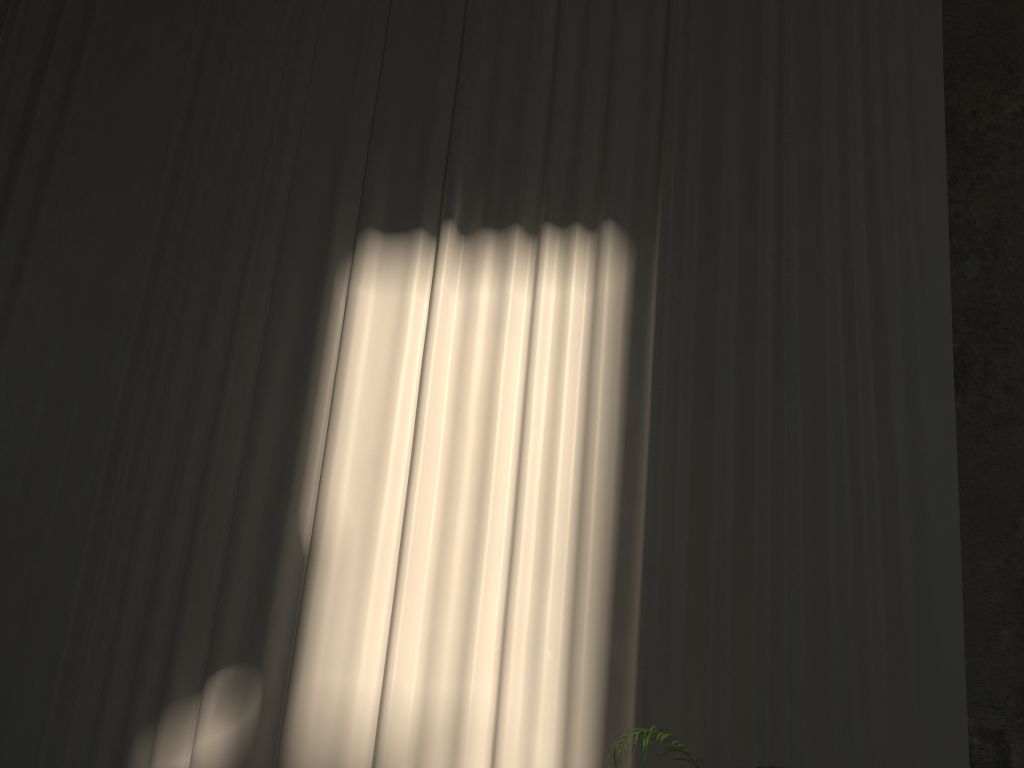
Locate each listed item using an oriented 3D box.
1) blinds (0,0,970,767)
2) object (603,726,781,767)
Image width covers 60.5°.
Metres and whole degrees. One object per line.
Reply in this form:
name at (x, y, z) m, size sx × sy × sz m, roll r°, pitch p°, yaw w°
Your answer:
blinds at (-1.306, -0.944, 5.858) m, size 7.817 × 8.353 × 0.284 m, roll 1°, pitch -15°, yaw 15°
object at (0.902, 2.203, 3.655) m, size 1.127 × 1.406 × 1.133 m, roll 4°, pitch -17°, yaw 5°
